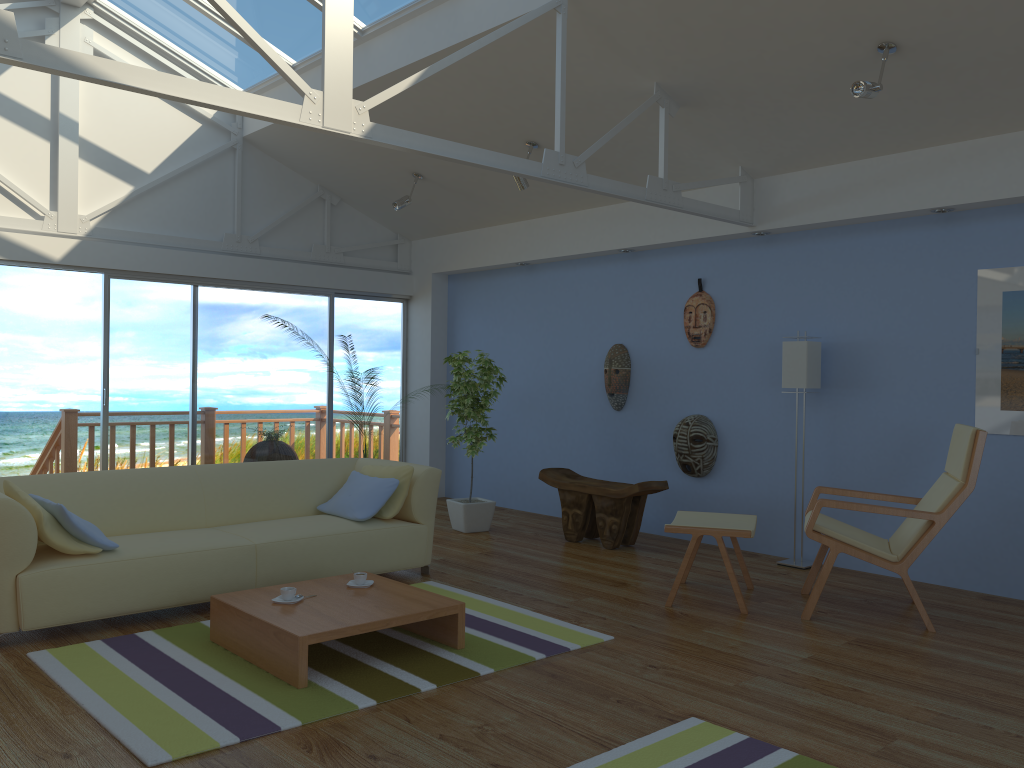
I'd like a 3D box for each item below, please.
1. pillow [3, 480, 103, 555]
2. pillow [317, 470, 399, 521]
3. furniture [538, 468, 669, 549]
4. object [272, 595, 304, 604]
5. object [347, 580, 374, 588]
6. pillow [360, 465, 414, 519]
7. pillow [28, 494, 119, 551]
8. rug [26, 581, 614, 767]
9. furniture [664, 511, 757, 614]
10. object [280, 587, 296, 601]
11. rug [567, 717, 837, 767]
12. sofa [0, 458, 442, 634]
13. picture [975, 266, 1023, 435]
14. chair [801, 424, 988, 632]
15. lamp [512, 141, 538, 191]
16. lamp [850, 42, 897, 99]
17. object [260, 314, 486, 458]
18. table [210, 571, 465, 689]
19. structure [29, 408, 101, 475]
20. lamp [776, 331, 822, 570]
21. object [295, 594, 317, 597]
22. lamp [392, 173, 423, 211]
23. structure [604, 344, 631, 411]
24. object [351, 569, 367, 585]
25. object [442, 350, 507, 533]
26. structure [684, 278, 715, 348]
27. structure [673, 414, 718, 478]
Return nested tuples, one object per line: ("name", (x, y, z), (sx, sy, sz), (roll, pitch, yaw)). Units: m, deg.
("pillow", (-2.161, 0.618, 4.159), (0.275, 0.312, 0.571), (0, 1, -45))
("pillow", (-0.929, 0.665, 5.273), (0.272, 0.244, 0.566), (1, 0, -40))
("furniture", (0.637, 0.902, 6.422), (0.329, 0.507, 1.100), (0, 1, -41))
("object", (-0.969, 0.932, 3.831), (0.118, 0.016, 0.118), (1, 0, 14))
("object", (-0.708, 0.934, 4.138), (0.118, 0.016, 0.118), (1, 0, 3))
("pillow", (-0.827, 0.630, 5.348), (0.201, 0.311, 0.559), (0, 1, -42))
("pillow", (-2.096, 0.656, 4.229), (0.272, 0.244, 0.566), (0, 1, -45))
("rug", (-0.780, 1.147, 3.889), (2.100, 0.018, 1.400), (0, 1, -42))
("furniture", (1.101, 0.959, 4.883), (0.449, 0.427, 0.619), (1, 0, 18))
("object", (-0.969, 0.908, 3.838), (0.062, 0.049, 0.078), (1, 0, -6))
("rug", (0.779, 1.181, 2.098), (1.135, 0.018, 1.702), (0, 1, -42))
("sofa", (-1.605, 0.775, 4.848), (2.448, 0.597, 0.950), (0, 1, -42))
("picture", (3.141, -0.177, 4.564), (0.005, 0.937, 1.419), (0, 1, -42))
("chair", (1.960, 0.696, 4.602), (0.859, 0.982, 0.632), (1, 0, 18))
("lamp", (0.086, -1.567, 6.377), (0.195, 0.351, 0.127), (1, 0, -24))
("lamp", (1.796, -1.557, 4.425), (0.257, 0.296, 0.119), (1, 0, -25))
("object", (-1.168, 0.274, 7.640), (1.563, 1.695, 1.706), (1, 0, 39))
("table", (-0.767, 1.039, 3.878), (0.800, 0.198, 0.800), (0, 1, -42))
("structure", (-4.893, 1.123, 8.420), (6.950, 2.064, 4.086), (0, 1, -42))
("lamp", (1.867, 0.417, 5.745), (0.200, 1.520, 0.200), (0, 1, -42))
("object", (-0.904, 0.927, 3.890), (0.025, 0.021, 0.119), (1, 0, 39))
("lamp", (-0.874, -1.600, 7.402), (0.254, 0.327, 0.118), (1, 0, -24))
("structure", (0.814, -0.053, 7.078), (0.115, 0.541, 0.254), (0, 1, -42))
("object", (-0.704, 0.896, 4.146), (0.062, 0.077, 0.086), (1, 0, 18))
("object", (-0.293, 0.435, 6.864), (0.495, 1.409, 0.699), (1, 0, 1))
("structure", (1.364, -0.520, 6.508), (0.063, 0.508, 0.264), (0, 1, -42))
("structure", (1.302, 0.457, 6.477), (0.185, 0.466, 0.359), (0, 1, -42))
